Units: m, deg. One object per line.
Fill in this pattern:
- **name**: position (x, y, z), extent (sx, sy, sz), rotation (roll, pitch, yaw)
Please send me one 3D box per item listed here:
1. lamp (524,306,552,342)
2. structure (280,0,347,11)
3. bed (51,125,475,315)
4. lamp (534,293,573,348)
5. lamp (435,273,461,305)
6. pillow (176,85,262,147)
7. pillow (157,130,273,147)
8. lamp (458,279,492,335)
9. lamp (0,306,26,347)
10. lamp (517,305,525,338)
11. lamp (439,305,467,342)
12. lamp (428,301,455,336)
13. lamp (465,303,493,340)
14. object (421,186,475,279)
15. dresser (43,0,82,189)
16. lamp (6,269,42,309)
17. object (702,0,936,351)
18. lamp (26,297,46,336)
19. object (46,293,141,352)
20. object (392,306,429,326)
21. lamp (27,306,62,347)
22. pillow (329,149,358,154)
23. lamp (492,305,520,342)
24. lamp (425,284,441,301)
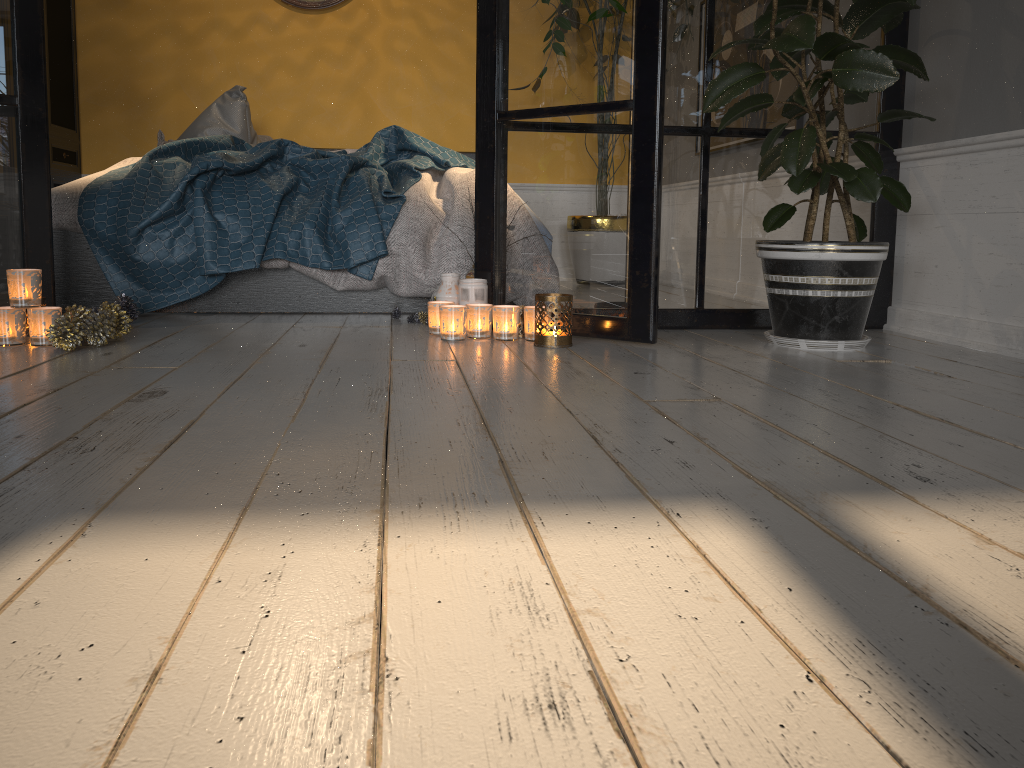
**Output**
- **lamp**: position (0.073, -0.171, 2.524), extent (0.081, 0.098, 0.081), rotation (6, 9, 32)
- **structure**: position (-1.156, -2.526, 5.086), extent (0.727, 0.719, 0.071), rotation (0, 6, -8)
- **bed**: position (-0.867, -0.805, 4.124), extent (1.897, 0.764, 2.344), rotation (0, 10, -7)
- **lamp**: position (0.114, -0.175, 2.431), extent (0.108, 0.139, 0.108), rotation (-6, 10, -43)
- **lamp**: position (-0.193, -0.255, 2.764), extent (0.092, 0.178, 0.093), rotation (2, 7, 13)
- **pillow**: position (-1.481, -1.191, 4.439), extent (0.782, 0.594, 0.503), rotation (1, 8, -2)
- **pillow**: position (-1.539, -1.169, 4.864), extent (0.757, 0.452, 0.517), rotation (-6, 11, -36)
- **lamp**: position (-0.117, -0.233, 2.674), extent (0.089, 0.165, 0.093), rotation (-5, 9, -41)
- **lamp**: position (-1.302, -0.149, 2.292), extent (0.081, 0.098, 0.081), rotation (6, 9, 32)
- **lamp**: position (0.025, -0.185, 2.624), extent (0.063, 0.090, 0.063), rotation (-3, 8, -26)
- **lamp**: position (-0.167, -0.173, 2.519), extent (0.081, 0.098, 0.081), rotation (6, 9, 32)
- **lamp**: position (-0.212, -0.196, 2.644), extent (0.081, 0.098, 0.081), rotation (-6, 11, -43)
- **lamp**: position (-0.095, -0.182, 2.573), extent (0.081, 0.098, 0.081), rotation (6, 9, 32)
- **object**: position (-0.054, -0.464, 2.993), extent (0.439, 0.518, 0.280), rotation (6, 9, 33)
- **dresser**: position (-2.653, -1.787, 4.240), extent (0.637, 2.596, 1.444), rotation (0, 7, -8)
- **lamp**: position (-1.256, -0.246, 2.282), extent (0.081, 0.098, 0.081), rotation (6, 9, 32)
- **object**: position (-0.658, -0.964, 2.140), extent (3.895, 1.781, 1.019), rotation (-1, 7, -8)
- **lamp**: position (-1.366, -0.193, 2.515), extent (0.081, 0.106, 0.081), rotation (0, 8, -8)
- **object**: position (-1.165, -0.186, 2.504), extent (0.192, 0.117, 0.723), rotation (-2, 10, -18)
- **object**: position (-0.319, -0.228, 2.987), extent (0.088, 0.053, 0.328), rotation (-8, 13, -43)
- **lamp**: position (-1.211, -0.149, 2.297), extent (0.081, 0.098, 0.081), rotation (6, 9, 32)
- **pillow**: position (-0.788, -1.104, 4.544), extent (0.487, 0.225, 0.596), rotation (9, 12, 41)
- **lamp**: position (-0.017, -0.174, 2.534), extent (0.081, 0.098, 0.081), rotation (6, 9, 32)
- **lamp**: position (-0.226, -0.271, 2.998), extent (0.109, 0.130, 0.096), rotation (-5, 10, -37)
